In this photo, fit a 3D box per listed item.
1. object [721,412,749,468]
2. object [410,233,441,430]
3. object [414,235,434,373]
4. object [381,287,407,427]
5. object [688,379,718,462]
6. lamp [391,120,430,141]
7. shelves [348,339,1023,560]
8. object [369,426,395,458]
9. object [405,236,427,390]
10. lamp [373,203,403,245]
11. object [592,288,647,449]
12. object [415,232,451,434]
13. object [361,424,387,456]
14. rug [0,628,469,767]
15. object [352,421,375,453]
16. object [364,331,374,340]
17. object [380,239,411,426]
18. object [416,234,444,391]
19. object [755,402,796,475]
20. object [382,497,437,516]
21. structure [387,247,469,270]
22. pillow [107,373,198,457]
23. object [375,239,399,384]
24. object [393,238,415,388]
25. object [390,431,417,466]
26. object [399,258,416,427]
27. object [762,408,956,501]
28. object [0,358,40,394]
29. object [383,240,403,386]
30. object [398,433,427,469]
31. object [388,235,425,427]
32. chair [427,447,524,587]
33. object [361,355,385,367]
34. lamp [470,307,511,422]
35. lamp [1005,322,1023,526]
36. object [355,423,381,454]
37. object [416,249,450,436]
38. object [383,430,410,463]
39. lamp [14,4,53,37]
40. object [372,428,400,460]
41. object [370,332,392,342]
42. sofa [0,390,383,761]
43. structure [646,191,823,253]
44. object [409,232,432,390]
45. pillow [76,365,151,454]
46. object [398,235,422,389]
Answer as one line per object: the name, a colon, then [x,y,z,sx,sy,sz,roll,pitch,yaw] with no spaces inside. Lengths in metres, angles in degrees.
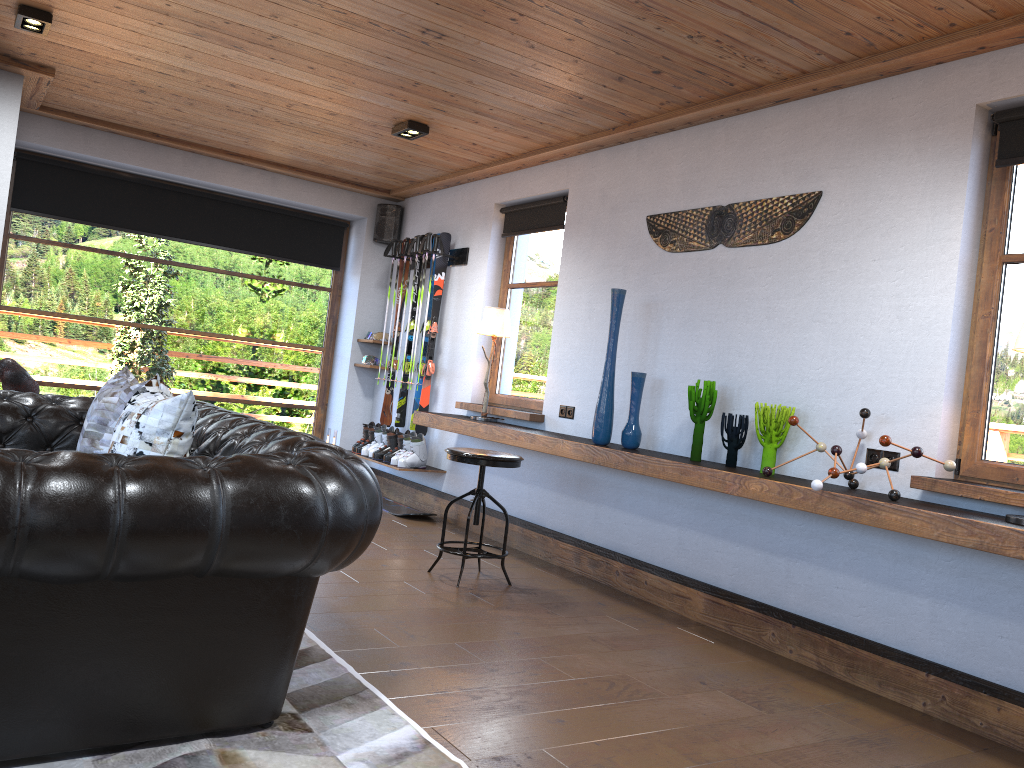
object: [1.076,0.275,4.309,0.128,0.261,0.124,6,-1,27]
object: [-0.681,-0.425,7.211,0.112,1.622,0.072,8,-1,-34]
object: [-0.712,-0.429,7.279,0.112,1.622,0.072,8,-1,-34]
object: [-1.009,-0.432,7.630,0.116,1.607,0.094,8,-1,-33]
object: [0.940,0.184,4.442,0.157,0.410,0.147,6,-1,25]
lamp: [-0.665,-1.666,5.800,0.157,0.068,0.258,7,0,-33]
shelves: [0.401,0.298,5.331,0.618,0.989,6.574,7,0,-33]
object: [-1.044,0.476,7.290,0.254,0.270,0.115,7,-1,-28]
object: [-0.790,-0.578,7.183,0.120,1.250,0.059,6,-1,39]
lamp: [-1.120,-1.446,8.037,0.216,0.349,0.211,7,-1,-33]
object: [0.617,-0.084,4.868,0.273,0.862,0.112,7,-1,12]
object: [-0.606,-0.400,6.988,0.116,1.607,0.094,8,-1,-33]
object: [-1.122,0.467,7.382,0.254,0.270,0.115,7,-1,-28]
rug: [-1.626,0.868,2.574,2.456,0.053,4.002,7,0,-32]
object: [-1.249,0.452,7.583,0.254,0.270,0.115,7,-1,-43]
object: [-1.252,-0.431,8.037,0.161,0.084,0.187,7,0,-34]
object: [-0.965,-0.442,7.543,0.116,1.607,0.094,8,-1,-33]
object: [-0.643,-0.561,6.979,0.120,1.250,0.059,7,-1,18]
object: [1.210,0.256,4.133,0.181,0.332,0.200,7,-1,16]
object: [-1.066,0.944,7.261,0.311,0.065,1.607,7,0,-33]
structure: [-0.739,-1.050,7.315,0.322,0.135,1.040,7,0,-33]
pillow: [-1.291,0.202,3.155,0.286,0.469,0.523,7,-1,-30]
object: [-1.082,-0.612,7.501,0.058,1.250,0.122,6,-1,39]
object: [-0.915,-0.593,7.377,0.120,1.250,0.059,6,-1,39]
object: [-0.825,0.501,6.923,0.254,0.270,0.115,7,-1,-38]
object: [-0.857,-0.446,7.447,0.112,1.622,0.072,8,-1,-34]
object: [1.417,0.269,3.669,0.523,0.349,0.644,7,0,-6]
object: [-2.465,0.034,4.432,0.149,0.319,0.249,7,-1,8]
object: [-1.041,-0.607,7.572,0.120,1.250,0.059,6,-1,39]
object: [-0.757,0.509,6.818,0.254,0.270,0.115,7,-1,-38]
object: [-0.891,-0.450,7.348,0.257,1.622,0.103,8,-1,-37]
chair: [-0.193,0.727,4.876,0.445,0.717,0.437,7,-1,-29]
object: [-1.235,-0.208,7.965,0.188,0.084,0.352,7,0,3]
lamp: [-0.026,0.227,6.297,0.638,1.482,0.243,7,-1,-30]
lamp: [1.951,0.456,3.194,0.639,1.482,0.243,8,-1,-42]
object: [-1.188,0.459,7.484,0.254,0.270,0.115,7,-1,-28]
object: [-0.650,-0.391,7.075,0.116,1.607,0.094,8,-1,-33]
object: [-0.892,0.494,7.079,0.253,0.270,0.116,7,-1,-19]
lamp: [-2.476,-1.887,4.586,0.157,0.068,0.258,7,0,-33]
object: [-0.991,0.482,7.173,0.253,0.270,0.116,7,-1,-14]
object: [-1.156,-0.419,7.889,0.191,0.084,0.158,7,0,-34]
sofa: [-1.475,0.493,3.285,1.252,0.838,2.539,7,0,-34]
structure: [1.080,-0.837,4.671,0.099,0.240,1.235,7,-1,-33]
object: [-0.749,-0.574,6.975,0.120,1.250,0.059,6,-1,24]
pillow: [-1.655,0.159,3.719,0.286,0.469,0.523,7,-1,-30]
object: [-0.851,-0.585,7.159,0.120,1.250,0.059,7,-1,13]
